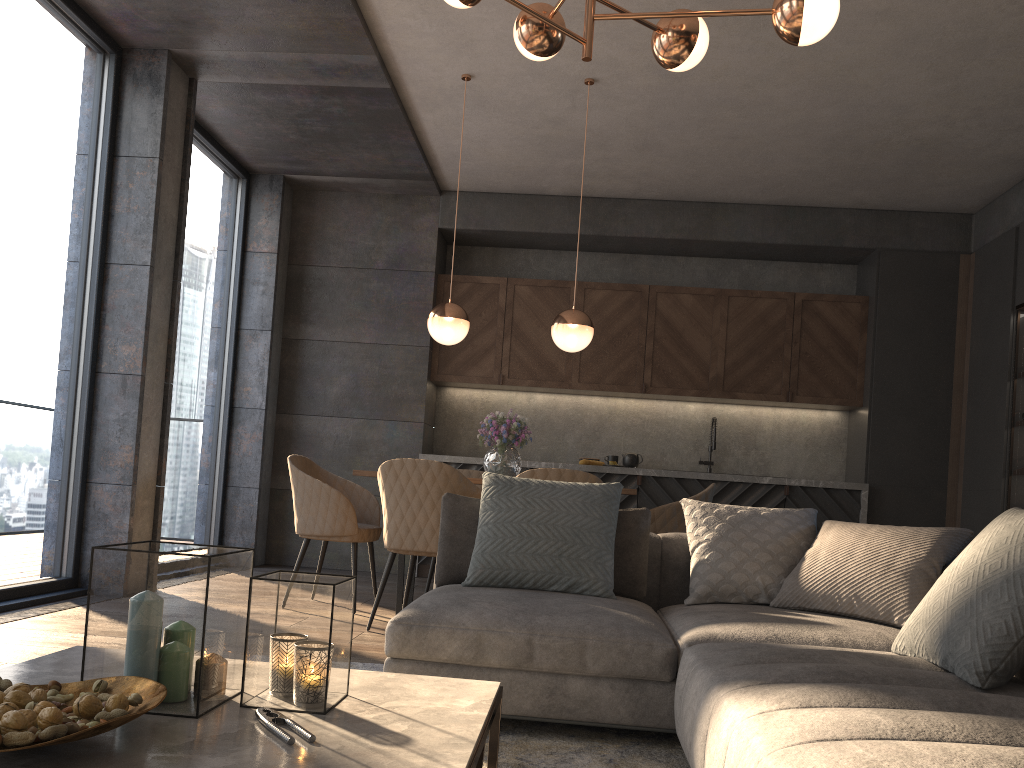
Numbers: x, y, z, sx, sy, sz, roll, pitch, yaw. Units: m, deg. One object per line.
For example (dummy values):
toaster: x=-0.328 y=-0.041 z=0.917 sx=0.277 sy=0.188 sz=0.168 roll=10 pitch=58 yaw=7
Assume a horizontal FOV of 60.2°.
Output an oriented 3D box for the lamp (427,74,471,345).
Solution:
lamp: x=-0.314 y=-0.987 z=5.011 sx=0.239 sy=1.539 sz=0.240 roll=4 pitch=-2 yaw=10

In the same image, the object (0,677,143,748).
object: x=-0.672 y=0.462 z=1.235 sx=0.277 sy=0.071 sz=0.325 roll=5 pitch=-7 yaw=-6

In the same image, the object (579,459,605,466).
object: x=0.639 y=0.629 z=6.978 sx=0.303 sy=0.054 sz=0.071 roll=11 pitch=-8 yaw=-44

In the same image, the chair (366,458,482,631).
chair: x=-0.413 y=0.798 z=4.353 sx=0.554 sy=0.833 sz=0.513 roll=3 pitch=-3 yaw=14

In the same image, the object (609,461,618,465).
object: x=0.798 y=0.631 z=6.939 sx=0.120 sy=0.045 sz=0.117 roll=3 pitch=-6 yaw=10

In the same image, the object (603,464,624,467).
object: x=0.797 y=0.649 z=6.939 sx=0.170 sy=0.020 sz=0.171 roll=0 pitch=-8 yaw=30

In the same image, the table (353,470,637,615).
table: x=-0.095 y=0.919 z=4.898 sx=1.465 sy=0.766 sz=0.773 roll=4 pitch=-4 yaw=4

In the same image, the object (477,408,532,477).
object: x=-0.040 y=0.338 z=4.944 sx=0.299 sy=0.407 sz=0.329 roll=6 pitch=-4 yaw=-25

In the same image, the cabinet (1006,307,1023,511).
cabinet: x=3.480 y=0.231 z=5.420 sx=0.337 sy=1.579 sz=1.004 roll=4 pitch=-3 yaw=5

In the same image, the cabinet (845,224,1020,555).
cabinet: x=3.277 y=0.355 z=6.539 sx=1.186 sy=2.745 sz=1.208 roll=4 pitch=-3 yaw=5

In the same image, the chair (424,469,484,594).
chair: x=-0.311 y=0.944 z=5.503 sx=0.555 sy=0.833 sz=0.512 roll=4 pitch=-3 yaw=-1

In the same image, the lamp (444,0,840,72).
lamp: x=0.152 y=-1.477 z=2.782 sx=1.467 sy=1.034 sz=1.018 roll=6 pitch=-5 yaw=-19

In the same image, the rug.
rug: x=-0.266 y=0.914 z=1.810 sx=1.728 sy=0.020 sz=3.165 roll=3 pitch=-7 yaw=5

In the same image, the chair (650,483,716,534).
chair: x=0.820 y=0.938 z=4.804 sx=0.510 sy=0.833 sz=0.558 roll=4 pitch=-3 yaw=9

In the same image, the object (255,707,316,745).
object: x=-0.363 y=0.536 z=1.388 sx=0.046 sy=0.012 sz=0.181 roll=8 pitch=-8 yaw=-34

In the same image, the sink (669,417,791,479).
sink: x=1.674 y=0.529 z=6.995 sx=0.961 sy=0.545 sz=0.463 roll=4 pitch=-4 yaw=4

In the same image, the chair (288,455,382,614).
chair: x=-1.005 y=0.831 z=4.970 sx=0.510 sy=0.833 sz=0.558 roll=4 pitch=-3 yaw=9

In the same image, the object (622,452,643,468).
object: x=0.958 y=0.619 z=7.094 sx=0.136 sy=0.137 sz=0.153 roll=6 pitch=-5 yaw=-23

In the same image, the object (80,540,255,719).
object: x=-0.585 y=0.411 z=1.518 sx=0.199 sy=0.260 sz=0.197 roll=4 pitch=-4 yaw=5

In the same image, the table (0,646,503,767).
table: x=-0.525 y=0.688 z=1.408 sx=0.930 sy=0.308 sz=0.937 roll=3 pitch=-6 yaw=4

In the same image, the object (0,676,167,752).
object: x=-0.673 y=0.461 z=1.244 sx=0.348 sy=0.083 sz=0.348 roll=6 pitch=-7 yaw=-18

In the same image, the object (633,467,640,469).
object: x=0.745 y=0.650 z=6.983 sx=0.490 sy=0.040 sz=0.286 roll=4 pitch=-7 yaw=0

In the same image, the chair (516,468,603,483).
chair: x=0.196 y=0.835 z=4.310 sx=0.555 sy=0.833 sz=0.512 roll=4 pitch=-3 yaw=-1

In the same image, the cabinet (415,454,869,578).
cabinet: x=0.959 y=1.151 z=6.986 sx=3.390 sy=0.947 sz=0.604 roll=3 pitch=-3 yaw=4

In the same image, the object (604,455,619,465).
object: x=0.804 y=0.627 z=7.108 sx=0.090 sy=0.103 sz=0.113 roll=1 pitch=-5 yaw=37

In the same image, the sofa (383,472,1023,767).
sofa: x=0.613 y=0.632 z=2.177 sx=2.022 sy=0.780 sz=2.931 roll=4 pitch=-7 yaw=4

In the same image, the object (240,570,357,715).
object: x=-0.375 y=0.452 z=1.569 sx=0.148 sy=0.220 sz=0.150 roll=4 pitch=-3 yaw=5

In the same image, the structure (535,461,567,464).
structure: x=0.165 y=0.636 z=7.078 sx=0.610 sy=0.017 sz=0.508 roll=3 pitch=-7 yaw=4

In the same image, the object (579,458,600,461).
object: x=0.622 y=0.632 z=7.127 sx=0.157 sy=0.068 sz=0.117 roll=5 pitch=-6 yaw=-10

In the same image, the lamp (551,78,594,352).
lamp: x=0.383 y=-0.945 z=4.958 sx=0.239 sy=1.539 sz=0.239 roll=5 pitch=-2 yaw=-20

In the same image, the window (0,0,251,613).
window: x=-2.399 y=-0.576 z=3.114 sx=0.199 sy=2.983 sz=7.315 roll=4 pitch=-6 yaw=5

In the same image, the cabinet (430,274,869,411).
cabinet: x=1.072 y=-0.333 z=7.146 sx=3.390 sy=0.863 sz=0.371 roll=3 pitch=-3 yaw=4
